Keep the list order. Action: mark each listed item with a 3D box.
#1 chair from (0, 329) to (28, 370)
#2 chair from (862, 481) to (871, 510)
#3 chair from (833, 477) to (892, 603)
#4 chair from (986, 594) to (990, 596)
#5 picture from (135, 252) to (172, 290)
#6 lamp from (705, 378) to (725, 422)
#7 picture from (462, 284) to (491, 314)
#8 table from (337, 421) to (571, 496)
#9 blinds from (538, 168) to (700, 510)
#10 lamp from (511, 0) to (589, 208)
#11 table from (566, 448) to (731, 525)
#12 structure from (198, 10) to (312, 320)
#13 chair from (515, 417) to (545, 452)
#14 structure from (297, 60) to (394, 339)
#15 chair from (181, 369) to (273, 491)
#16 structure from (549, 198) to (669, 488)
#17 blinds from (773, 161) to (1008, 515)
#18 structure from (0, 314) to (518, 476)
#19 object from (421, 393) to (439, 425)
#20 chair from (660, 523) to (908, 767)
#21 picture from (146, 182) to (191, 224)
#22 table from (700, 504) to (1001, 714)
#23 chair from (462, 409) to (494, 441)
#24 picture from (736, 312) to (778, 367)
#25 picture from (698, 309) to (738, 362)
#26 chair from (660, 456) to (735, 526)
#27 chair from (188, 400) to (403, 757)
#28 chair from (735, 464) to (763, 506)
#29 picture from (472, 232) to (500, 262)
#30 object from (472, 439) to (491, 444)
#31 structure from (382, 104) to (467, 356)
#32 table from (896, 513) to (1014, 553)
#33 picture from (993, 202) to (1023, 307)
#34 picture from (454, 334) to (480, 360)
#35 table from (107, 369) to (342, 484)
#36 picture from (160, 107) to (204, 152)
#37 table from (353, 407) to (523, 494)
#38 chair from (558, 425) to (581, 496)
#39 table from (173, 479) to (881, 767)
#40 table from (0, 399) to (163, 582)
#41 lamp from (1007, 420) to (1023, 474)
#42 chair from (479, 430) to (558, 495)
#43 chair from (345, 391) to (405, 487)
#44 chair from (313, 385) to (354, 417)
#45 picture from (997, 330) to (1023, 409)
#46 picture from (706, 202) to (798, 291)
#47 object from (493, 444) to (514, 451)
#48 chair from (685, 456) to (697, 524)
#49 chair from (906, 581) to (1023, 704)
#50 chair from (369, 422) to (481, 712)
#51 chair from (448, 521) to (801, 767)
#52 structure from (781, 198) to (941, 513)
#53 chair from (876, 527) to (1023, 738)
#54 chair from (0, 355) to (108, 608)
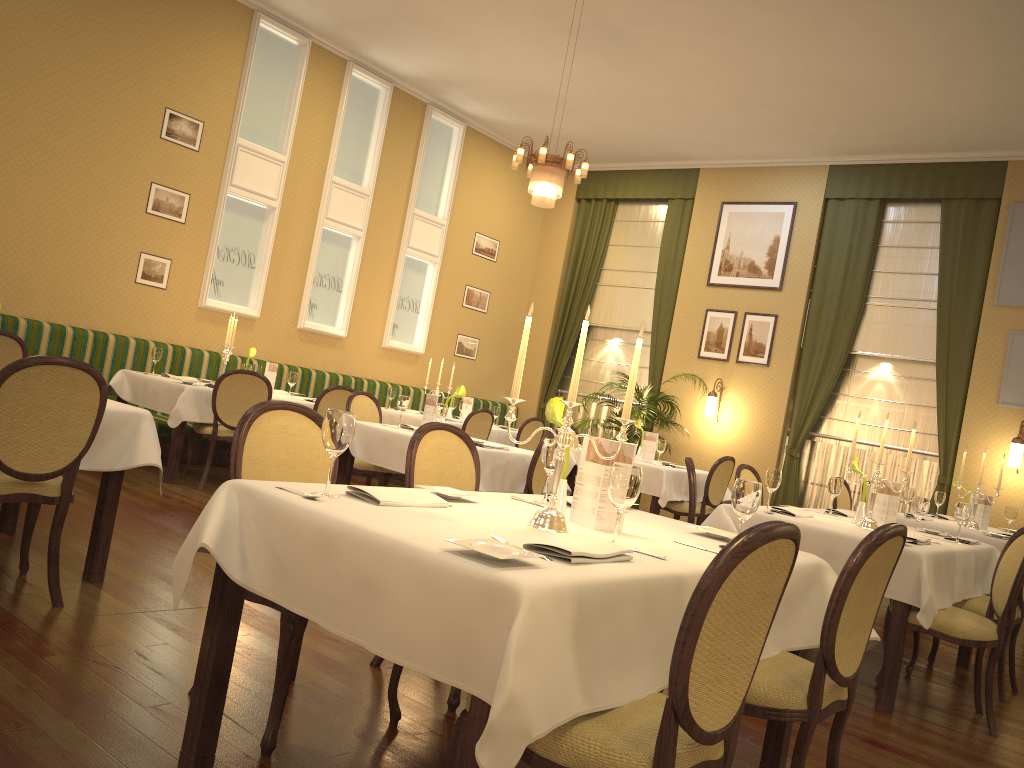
[{"bbox_3d":[-3.372,0.104,5.456,0.571,0.955,0.530,10,-1,39],"label":"chair"},{"bbox_3d":[3.328,1.380,7.826,0.571,0.955,0.530,10,-1,39],"label":"chair"},{"bbox_3d":[2.853,1.282,7.225,0.571,0.955,0.530,10,-1,39],"label":"chair"},{"bbox_3d":[3.731,1.429,6.351,0.571,0.955,0.530,10,-1,39],"label":"chair"},{"bbox_3d":[-3.354,-1.057,8.302,0.008,0.294,0.313,10,-1,39],"label":"picture"},{"bbox_3d":[2.408,0.181,10.539,0.114,0.513,0.323,10,-1,28],"label":"lamp"},{"bbox_3d":[-0.472,-1.128,11.810,0.008,0.294,0.504,10,-1,39],"label":"picture"},{"bbox_3d":[-0.467,0.748,6.128,1.389,0.759,1.395,10,-1,40],"label":"table"},{"bbox_3d":[1.323,-0.744,11.830,1.934,4.537,0.225,10,-1,38],"label":"blinds"},{"bbox_3d":[0.411,-2.339,7.233,0.593,1.796,0.593,10,-1,37],"label":"lamp"},{"bbox_3d":[1.193,1.090,8.228,1.389,0.759,1.395,10,-1,40],"label":"table"},{"bbox_3d":[-2.614,-2.183,9.001,0.200,2.985,0.687,10,-1,39],"label":"structure"},{"bbox_3d":[-0.020,0.794,9.645,0.571,0.955,0.530,10,-1,39],"label":"chair"},{"bbox_3d":[-1.878,-2.031,9.932,0.200,2.985,0.661,10,-1,39],"label":"structure"},{"bbox_3d":[-2.201,0.345,6.929,0.530,0.955,0.571,11,-1,-26],"label":"chair"},{"bbox_3d":[1.390,-0.717,11.919,1.942,4.511,0.123,10,-1,39],"label":"structure"},{"bbox_3d":[4.008,-0.287,9.619,1.878,4.537,0.129,10,-1,39],"label":"blinds"},{"bbox_3d":[-4.287,-0.078,6.733,0.850,1.031,14.516,10,-1,39],"label":"structure"},{"bbox_3d":[-0.571,0.208,6.126,0.081,0.277,0.166,11,-1,-5],"label":"object"},{"bbox_3d":[0.765,0.818,2.599,0.571,0.955,0.530,10,-1,39],"label":"chair"},{"bbox_3d":[-3.225,-1.696,8.327,0.008,0.294,0.401,10,-1,39],"label":"picture"},{"bbox_3d":[1.990,1.182,5.008,1.385,0.759,2.152,10,-1,39],"label":"table"},{"bbox_3d":[-0.564,0.683,9.011,0.571,0.955,0.530,10,-1,39],"label":"chair"},{"bbox_3d":[2.888,-0.530,10.473,0.412,0.619,0.022,10,-1,39],"label":"picture"},{"bbox_3d":[2.498,-0.597,10.792,0.412,0.619,0.022,10,-1,39],"label":"picture"},{"bbox_3d":[1.595,1.061,7.856,0.571,0.955,0.530,10,-1,39],"label":"chair"},{"bbox_3d":[-0.632,0.564,2.818,0.571,0.955,0.530,10,-1,39],"label":"chair"},{"bbox_3d":[1.684,1.041,5.746,0.571,0.955,0.530,10,-1,39],"label":"chair"},{"bbox_3d":[-0.344,-1.821,11.821,0.008,0.294,0.504,10,-1,39],"label":"picture"},{"bbox_3d":[-0.231,0.397,6.066,0.160,0.024,0.160,10,-1,39],"label":"object"},{"bbox_3d":[-1.097,-1.870,10.920,0.200,2.985,0.670,10,-1,39],"label":"structure"},{"bbox_3d":[3.635,1.521,7.088,1.385,0.759,2.152,10,-1,39],"label":"table"},{"bbox_3d":[5.324,-1.255,8.659,0.966,1.057,0.027,10,-1,39],"label":"picture"},{"bbox_3d":[-0.599,-0.489,11.788,0.008,0.294,0.437,10,-1,39],"label":"picture"},{"bbox_3d":[-2.320,0.432,7.648,1.385,0.759,2.152,10,-1,39],"label":"table"},{"bbox_3d":[-3.097,-2.389,8.339,0.008,0.294,0.401,10,-1,39],"label":"picture"},{"bbox_3d":[-0.659,0.775,9.748,1.385,0.759,2.152,10,-1,39],"label":"table"},{"bbox_3d":[0.674,0.905,8.675,0.571,0.955,0.530,10,-1,39],"label":"chair"},{"bbox_3d":[0.151,0.803,2.681,1.385,0.759,2.152,10,-1,39],"label":"table"},{"bbox_3d":[-2.337,0.363,3.762,1.389,0.759,1.395,10,-1,40],"label":"table"},{"bbox_3d":[4.859,0.599,8.533,0.114,0.513,0.323,10,-1,28],"label":"lamp"},{"bbox_3d":[-0.045,0.723,5.779,0.571,0.955,0.530,10,-1,19],"label":"chair"},{"bbox_3d":[-0.983,0.564,6.585,0.571,0.955,0.530,10,-1,29],"label":"chair"},{"bbox_3d":[-1.704,0.448,7.565,0.571,0.955,0.530,10,-1,39],"label":"chair"},{"bbox_3d":[5.089,-0.127,8.661,0.512,0.769,0.027,10,-1,39],"label":"picture"},{"bbox_3d":[2.872,-1.673,10.668,0.966,1.057,0.027,10,-1,39],"label":"picture"},{"bbox_3d":[-0.059,0.433,6.069,0.181,0.015,0.038,10,-1,40],"label":"object"},{"bbox_3d":[1.213,0.945,5.167,0.571,0.955,0.530,10,-1,14],"label":"chair"},{"bbox_3d":[2.605,1.197,4.926,0.571,0.955,0.530,10,-1,39],"label":"chair"},{"bbox_3d":[-0.156,0.662,3.419,0.571,0.955,0.530,10,-1,39],"label":"chair"},{"bbox_3d":[0.247,0.711,1.944,0.571,0.955,0.530,10,-1,39],"label":"chair"},{"bbox_3d":[4.074,-0.260,9.716,1.900,4.511,0.134,10,-1,39],"label":"structure"},{"bbox_3d":[2.110,1.094,4.229,0.571,0.955,0.530,10,-1,19],"label":"chair"},{"bbox_3d":[-1.935,0.333,3.390,0.571,0.955,0.530,10,-1,39],"label":"chair"}]
